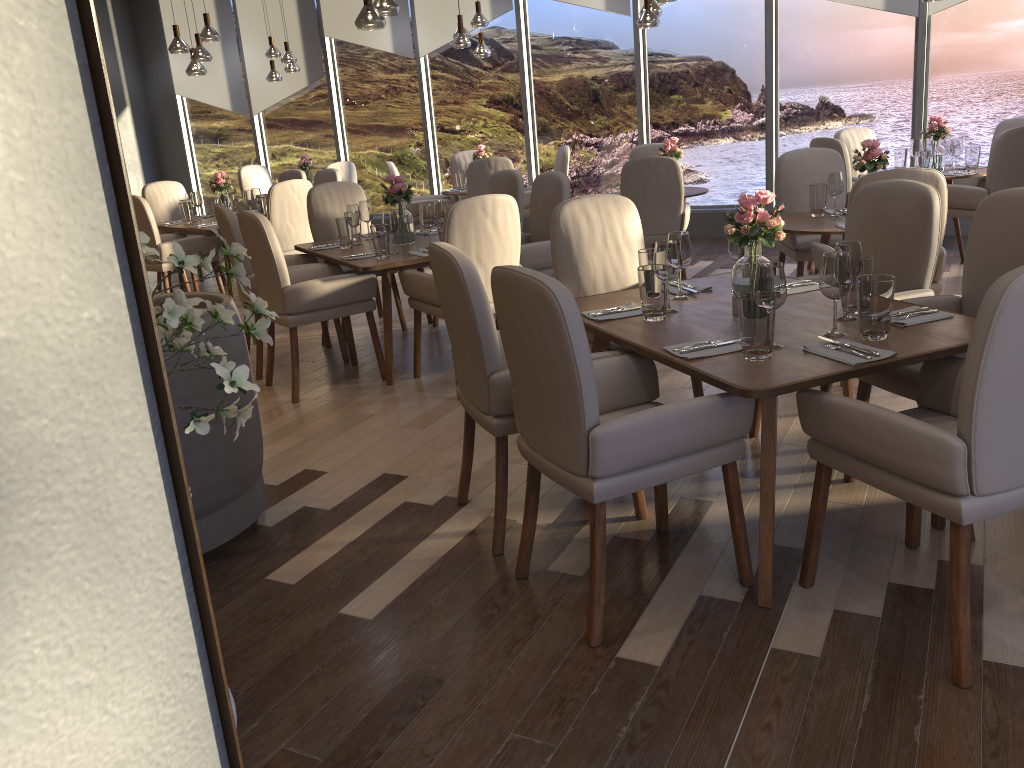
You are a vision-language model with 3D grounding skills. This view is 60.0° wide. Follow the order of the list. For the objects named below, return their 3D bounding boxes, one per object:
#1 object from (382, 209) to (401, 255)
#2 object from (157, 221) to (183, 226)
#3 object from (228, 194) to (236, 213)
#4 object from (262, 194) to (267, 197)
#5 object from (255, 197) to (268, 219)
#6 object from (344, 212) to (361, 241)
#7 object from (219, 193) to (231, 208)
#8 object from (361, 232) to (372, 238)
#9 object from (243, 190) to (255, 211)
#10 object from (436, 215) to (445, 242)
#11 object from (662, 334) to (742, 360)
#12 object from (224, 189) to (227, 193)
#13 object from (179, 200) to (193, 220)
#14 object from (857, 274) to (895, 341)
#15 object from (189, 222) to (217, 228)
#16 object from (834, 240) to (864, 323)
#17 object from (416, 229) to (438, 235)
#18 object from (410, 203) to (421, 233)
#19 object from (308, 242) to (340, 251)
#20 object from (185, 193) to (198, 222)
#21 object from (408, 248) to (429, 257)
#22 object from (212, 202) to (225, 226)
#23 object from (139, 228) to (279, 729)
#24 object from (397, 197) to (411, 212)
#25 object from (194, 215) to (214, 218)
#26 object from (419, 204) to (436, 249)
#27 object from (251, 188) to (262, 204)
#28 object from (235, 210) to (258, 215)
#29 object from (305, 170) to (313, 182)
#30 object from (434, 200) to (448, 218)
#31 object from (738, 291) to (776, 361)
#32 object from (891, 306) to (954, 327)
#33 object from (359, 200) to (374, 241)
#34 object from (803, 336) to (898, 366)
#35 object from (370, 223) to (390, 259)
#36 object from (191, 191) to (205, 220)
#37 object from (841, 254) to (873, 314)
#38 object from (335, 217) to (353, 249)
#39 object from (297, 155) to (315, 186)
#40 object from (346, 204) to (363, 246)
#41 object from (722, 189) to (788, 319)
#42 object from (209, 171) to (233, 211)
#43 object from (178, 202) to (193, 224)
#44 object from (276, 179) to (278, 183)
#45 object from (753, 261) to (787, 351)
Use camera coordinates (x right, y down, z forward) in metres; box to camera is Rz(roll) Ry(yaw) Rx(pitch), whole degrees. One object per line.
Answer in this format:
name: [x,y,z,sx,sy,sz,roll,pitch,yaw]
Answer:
object: [-0.664,-0.837,4.880,0.092,0.242,0.093,-1,16,14]
object: [-2.924,-1.395,7.669,0.158,0.019,0.256,12,24,43]
object: [-2.585,-1.647,8.117,0.103,0.177,0.102,-18,20,-37]
object: [-2.171,-1.561,7.727,0.103,0.177,0.102,-18,20,-37]
object: [-2.086,-1.474,7.425,0.103,0.177,0.102,-19,21,-40]
object: [-1.002,-1.000,5.608,0.102,0.177,0.103,-11,17,-19]
object: [-2.353,-1.440,7.281,0.093,0.242,0.092,-19,21,-40]
object: [-0.878,-0.969,5.740,0.158,0.019,0.256,-13,19,-25]
object: [-2.197,-1.499,7.426,0.092,0.242,0.093,10,22,43]
object: [-0.366,-0.848,4.943,0.102,0.177,0.103,-9,17,-14]
object: [0.584,-0.115,2.598,0.255,0.019,0.158,-10,18,-17]
object: [-2.600,-1.644,8.004,0.092,0.242,0.093,0,17,18]
object: [-2.891,-1.548,7.886,0.102,0.177,0.103,2,17,22]
object: [1.039,-0.218,2.538,0.102,0.177,0.103,-12,18,-24]
object: [-2.506,-1.310,7.283,0.158,0.019,0.256,12,24,43]
object: [1.039,-0.317,2.746,0.092,0.242,0.093,-3,16,6]
object: [-0.509,-0.973,5.651,0.256,0.019,0.158,-14,19,-27]
object: [-0.638,-1.073,5.741,0.102,0.177,0.103,-8,16,-12]
object: [-1.106,-0.848,5.414,0.256,0.019,0.158,-14,19,-26]
object: [-2.771,-1.524,7.666,0.092,0.242,0.093,-6,16,-2]
object: [-0.467,-0.726,4.845,0.158,0.019,0.256,-15,20,-29]
object: [-2.365,-1.375,7.185,0.102,0.177,0.103,-4,16,2]
object: [-0.805,0.143,1.708,0.789,1.603,0.751,6,19,33]
object: [-0.684,-1.071,5.636,0.092,0.242,0.093,9,21,40]
object: [-2.805,-1.523,8.047,0.158,0.019,0.256,-20,23,-40]
object: [-0.470,-0.883,4.975,0.092,0.242,0.093,-6,16,-5]
object: [-2.186,-1.558,7.614,0.092,0.242,0.093,-13,18,-25]
object: [-2.429,-1.561,8.065,0.158,0.019,0.256,11,24,42]
object: [-2.248,-2.244,9.839,0.092,0.242,0.093,1,17,19]
object: [-0.403,-0.943,5.150,0.092,0.242,0.093,-7,16,-8]
object: [0.676,-0.158,2.445,0.102,0.177,0.103,-3,16,8]
object: [1.209,-0.211,2.734,0.255,0.019,0.158,-11,18,-18]
object: [-0.906,-1.025,5.551,0.092,0.242,0.093,10,22,42]
object: [0.919,-0.100,2.459,0.158,0.019,0.257,-11,18,-20]
object: [-0.707,-0.772,4.794,0.102,0.177,0.103,4,18,28]
object: [-2.786,-1.583,7.858,0.093,0.242,0.092,-18,20,-38]
object: [1.101,-0.319,2.842,0.102,0.177,0.103,-9,16,-12]
object: [-0.994,-0.898,5.279,0.102,0.177,0.103,-8,16,-11]
object: [-2.303,-2.367,9.964,0.199,0.412,0.211,-17,20,-37]
object: [-0.951,-0.963,5.365,0.092,0.242,0.093,1,17,20]
object: [0.783,-0.416,2.858,0.210,0.412,0.199,-3,16,6]
object: [-2.484,-1.618,7.614,0.198,0.412,0.211,9,21,39]
object: [-2.783,-1.459,7.571,0.102,0.177,0.103,-13,18,-27]
object: [-2.587,-2.222,9.971,0.102,0.177,0.103,-2,16,10]
object: [0.735,-0.222,2.522,0.092,0.242,0.093,2,17,23]
